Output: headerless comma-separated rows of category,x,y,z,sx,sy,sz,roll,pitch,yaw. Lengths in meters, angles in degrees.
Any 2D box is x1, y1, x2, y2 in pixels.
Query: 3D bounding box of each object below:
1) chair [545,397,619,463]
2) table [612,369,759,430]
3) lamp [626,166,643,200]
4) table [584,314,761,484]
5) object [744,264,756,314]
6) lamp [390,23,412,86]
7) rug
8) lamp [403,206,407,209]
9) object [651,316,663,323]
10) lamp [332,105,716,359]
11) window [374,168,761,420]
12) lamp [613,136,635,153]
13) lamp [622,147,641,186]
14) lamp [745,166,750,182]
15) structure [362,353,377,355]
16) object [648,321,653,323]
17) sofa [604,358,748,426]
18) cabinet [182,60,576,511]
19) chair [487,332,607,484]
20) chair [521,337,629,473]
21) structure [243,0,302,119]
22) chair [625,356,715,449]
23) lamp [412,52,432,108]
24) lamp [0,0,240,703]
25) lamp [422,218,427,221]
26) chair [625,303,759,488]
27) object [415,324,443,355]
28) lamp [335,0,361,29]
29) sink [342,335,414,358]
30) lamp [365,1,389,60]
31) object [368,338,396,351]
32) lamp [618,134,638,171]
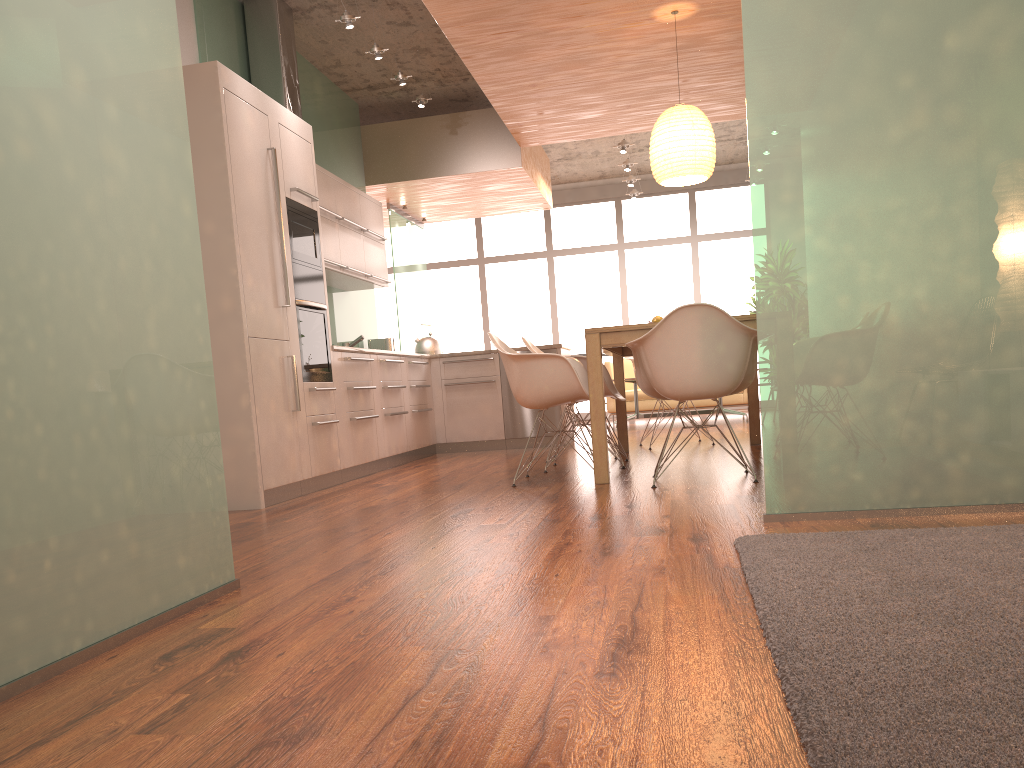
chair,0.450,0.106,6.371,0.643,0.867,0.679,-4,3,6
table,1.882,0.177,9.955,1.875,0.564,0.933,-4,1,11
lamp,1.606,-2.687,11.657,0.198,0.486,0.133,-6,5,-21
table,1.094,0.076,5.504,1.028,0.814,2.058,-4,0,11
object,3.652,-0.715,11.567,1.085,2.121,0.955,-2,5,29
lamp,-0.869,-2.549,6.810,0.152,0.474,0.103,-6,5,-21
rug,1.142,0.448,1.628,1.282,0.009,2.057,-4,0,11
lamp,-1.188,-2.151,9.672,0.102,0.474,0.152,-6,5,-17
object,0.871,-0.370,5.260,0.082,0.072,0.080,-5,2,-13
lamp,-0.063,-0.963,6.978,3.224,1.357,3.045,-4,0,11
window,-0.396,-1.022,12.997,8.582,3.306,0.061,-4,5,11
lamp,1.160,-2.672,9.254,0.198,0.486,0.133,-6,5,-21
lamp,1.457,-2.682,10.856,0.198,0.486,0.133,-6,5,-21
lamp,3.107,-2.801,11.360,0.198,0.486,0.133,-6,5,-21
structure,-1.353,-0.245,6.938,0.490,0.039,0.671,-4,0,11
object,0.904,-0.350,5.262,0.174,0.061,0.173,-4,0,11
sofa,2.114,0.030,11.192,1.806,0.844,0.872,-4,2,11
cabinet,-0.781,-0.514,6.556,1.919,2.290,4.213,-4,1,11
chair,0.213,0.107,4.999,0.643,0.855,0.679,-4,3,6
chair,0.411,0.104,5.662,0.643,0.867,0.679,-4,3,6
structure,-1.704,-2.159,6.368,0.256,1.142,0.259,-3,5,11
chair,1.266,0.050,6.965,0.683,0.867,0.640,-4,3,-4
lamp,-0.767,-2.552,7.366,0.152,0.474,0.103,-6,5,-21
lamp,0.593,-1.194,4.838,0.447,3.421,8.140,-1,2,29
lamp,-1.051,-2.156,10.416,0.102,0.474,0.152,-6,5,-17
chair,0.926,0.056,4.420,0.685,0.867,0.638,-4,3,6
object,-0.792,-0.409,8.276,0.263,0.307,0.259,-3,3,27
lamp,-1.075,-2.542,5.699,0.152,0.474,0.103,-6,5,-21
sink,-1.194,-0.243,7.657,0.618,0.385,0.638,-4,1,11
lamp,-0.972,-2.545,6.255,0.152,0.474,0.103,-6,5,-21
object,-1.227,-0.326,8.376,0.237,0.203,0.152,-4,3,11
lamp,1.309,-2.677,10.055,0.198,0.486,0.133,-6,5,-21
